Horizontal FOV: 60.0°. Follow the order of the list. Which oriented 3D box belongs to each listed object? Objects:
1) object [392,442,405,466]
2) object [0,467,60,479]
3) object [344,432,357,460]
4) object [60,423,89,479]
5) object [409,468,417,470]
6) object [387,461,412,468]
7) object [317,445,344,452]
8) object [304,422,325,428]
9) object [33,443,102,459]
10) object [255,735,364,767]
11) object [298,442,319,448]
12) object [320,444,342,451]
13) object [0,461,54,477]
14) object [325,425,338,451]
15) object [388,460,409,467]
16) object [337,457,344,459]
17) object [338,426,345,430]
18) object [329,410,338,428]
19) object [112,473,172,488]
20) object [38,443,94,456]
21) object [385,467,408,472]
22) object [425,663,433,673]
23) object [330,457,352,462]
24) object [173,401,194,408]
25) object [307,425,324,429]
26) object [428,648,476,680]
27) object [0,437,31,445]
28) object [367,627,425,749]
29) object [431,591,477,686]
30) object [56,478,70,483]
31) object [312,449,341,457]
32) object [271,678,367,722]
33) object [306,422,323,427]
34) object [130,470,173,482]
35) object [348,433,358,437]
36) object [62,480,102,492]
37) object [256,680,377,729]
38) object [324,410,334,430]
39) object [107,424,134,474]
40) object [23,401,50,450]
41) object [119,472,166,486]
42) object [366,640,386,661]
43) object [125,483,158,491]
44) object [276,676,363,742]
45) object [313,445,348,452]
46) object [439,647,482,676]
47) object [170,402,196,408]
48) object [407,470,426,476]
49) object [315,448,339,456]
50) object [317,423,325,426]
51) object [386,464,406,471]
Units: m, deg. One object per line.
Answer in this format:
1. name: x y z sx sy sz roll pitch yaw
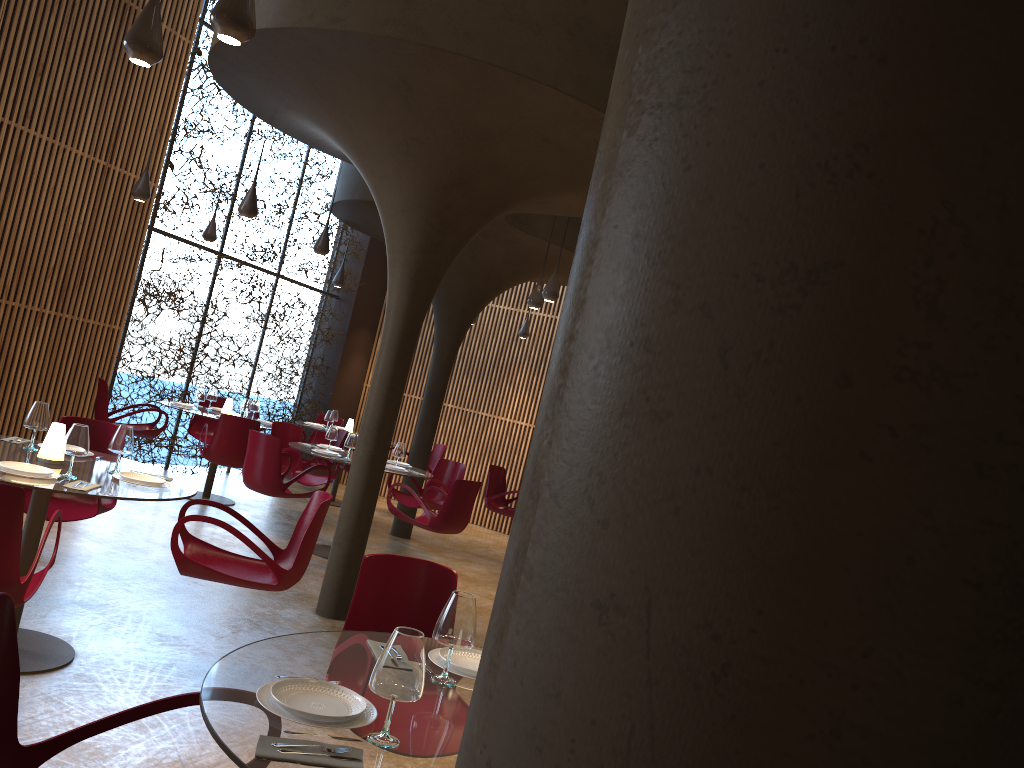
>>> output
1. object: -1.292 0.813 10.089 0.142 0.295 0.142 14 -1 -1
2. object: -2.564 0.462 4.673 0.331 0.014 0.333 12 -3 45
3. object: -1.778 0.684 9.761 0.141 0.295 0.142 13 -1 17
4. object: -2.401 0.367 4.864 0.142 0.295 0.141 14 -1 -19
5. object: -1.345 0.957 10.536 0.409 0.012 0.205 12 -2 32
6. object: -1.349 0.955 10.538 0.331 0.014 0.332 13 -2 7
7. object: -2.143 0.761 10.465 0.333 0.014 0.331 15 -2 -39
8. object: -3.094 0.646 13.875 0.331 0.014 0.332 13 -2 6
9. object: -2.852 0.428 5.679 0.411 0.012 0.204 14 -2 -15
10. object: -0.482 0.887 2.125 0.262 0.017 0.126 14 -2 -14
11. object: -2.352 0.710 10.250 0.261 0.017 0.127 12 -3 42
12. object: -2.141 0.751 10.465 0.262 0.029 0.264 13 -2 26
13. object: -2.562 0.453 4.674 0.263 0.029 0.263 14 -2 -10
14. object: -2.086 0.626 10.234 0.142 0.295 0.141 14 -1 -27
15. object: -1.346 0.946 10.538 0.262 0.029 0.264 13 -2 26
16. object: -2.039 0.762 9.731 0.409 0.012 0.205 12 -2 36
17. object: -2.827 0.724 14.567 0.263 0.029 0.262 14 -2 -21
18. object: -2.889 0.571 14.355 0.141 0.295 0.142 13 -1 26
19. object: -2.184 0.573 5.233 0.333 0.014 0.331 15 -3 -42
20. object: -2.856 0.426 5.677 0.331 0.014 0.333 12 -2 41
21. object: -1.315 0.940 9.855 0.333 0.014 0.331 15 -2 -35
22. object: -0.132 1.000 3.136 0.411 0.012 0.204 14 -2 -23
23. object: -1.823 0.814 9.521 0.126 0.017 0.263 12 -2 40
24. object: -4.270 0.271 11.513 0.263 0.029 0.263 14 -2 -4
25. object: -3.010 0.664 13.585 0.262 0.017 0.126 14 -2 -20
26. object: -0.136 0.998 3.134 0.331 0.014 0.333 12 -2 32
27. object: -3.149 0.361 5.639 0.126 0.017 0.261 14 -2 -11
28. object: -0.301 0.789 2.311 0.141 0.295 0.142 13 -1 19
29. object: -0.192 0.836 2.921 0.142 0.295 0.142 14 -1 -9
30. object: -2.569 0.462 4.672 0.411 0.012 0.204 14 -2 -11
31. object: -2.035 0.762 9.729 0.331 0.014 0.332 13 -2 18
32. object: -0.530 0.868 2.423 0.264 0.029 0.262 15 -2 -29
33. object: -3.091 0.637 13.875 0.263 0.029 0.263 13 -2 12
34. object: -2.253 0.574 5.528 0.262 0.017 0.126 14 -2 -16
35. object: -2.405 0.794 13.614 0.262 0.029 0.264 13 -2 18
36. object: -2.272 0.541 4.692 0.126 0.017 0.262 14 -2 -7
37. object: -0.532 0.878 2.422 0.331 0.014 0.332 13 -2 22
38. object: -2.852 0.561 13.787 0.141 0.295 0.142 13 -1 24
39. object: -2.356 0.394 5.336 0.141 0.295 0.142 13 -1 39
40. object: -2.942 0.257 5.480 0.142 0.295 0.141 14 -1 -23
41. object: -2.182 0.564 5.233 0.263 0.029 0.263 14 -2 -19
42. object: -0.420 0.934 3.051 0.127 0.017 0.261 14 -2 -19
43. object: -2.182 0.575 5.229 0.205 0.012 0.410 14 -2 -20
44. object: -0.534 0.879 2.427 0.205 0.012 0.410 14 -2 -18
45. object: -2.141 0.762 10.469 0.204 0.012 0.412 12 -2 37
46. object: -0.133 0.988 3.134 0.264 0.029 0.262 15 -2 -29
47. object: -4.272 0.281 11.513 0.331 0.014 0.332 13 -2 6
48. object: -1.096 1.007 10.055 0.261 0.017 0.127 12 -3 45
49. object: -2.033 0.752 9.729 0.262 0.029 0.264 12 -2 34
50. object: -3.115 0.669 14.488 0.127 0.017 0.261 14 -2 -18
51. object: -1.312 0.931 9.855 0.264 0.029 0.262 15 -2 -41
